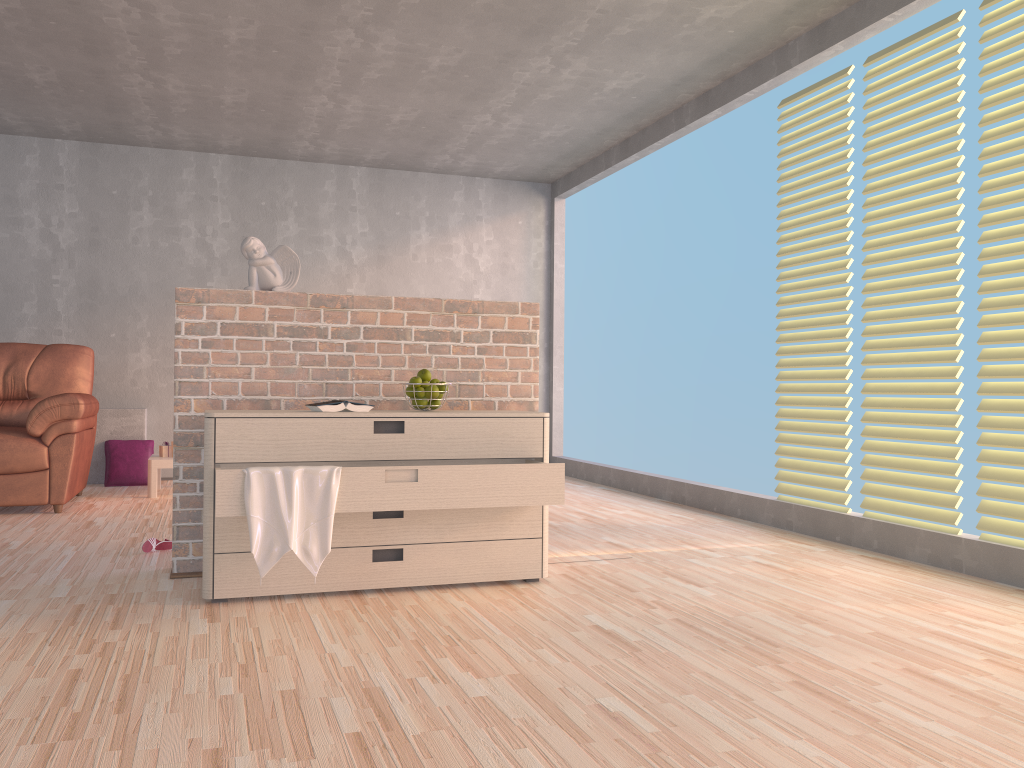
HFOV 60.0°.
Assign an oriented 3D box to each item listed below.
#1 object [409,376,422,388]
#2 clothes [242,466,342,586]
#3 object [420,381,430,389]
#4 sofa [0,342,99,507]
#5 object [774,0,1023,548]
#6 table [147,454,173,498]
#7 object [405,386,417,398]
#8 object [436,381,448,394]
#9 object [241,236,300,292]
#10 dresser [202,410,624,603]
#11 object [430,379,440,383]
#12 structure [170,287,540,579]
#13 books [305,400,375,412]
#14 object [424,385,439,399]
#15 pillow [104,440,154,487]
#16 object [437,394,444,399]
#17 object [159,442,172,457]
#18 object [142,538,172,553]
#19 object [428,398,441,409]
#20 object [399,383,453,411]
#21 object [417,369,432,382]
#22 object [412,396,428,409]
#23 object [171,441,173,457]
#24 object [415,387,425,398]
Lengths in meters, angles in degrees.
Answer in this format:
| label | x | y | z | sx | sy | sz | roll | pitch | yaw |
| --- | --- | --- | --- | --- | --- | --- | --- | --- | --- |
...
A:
| label | x | y | z | sx | sy | sz | roll | pitch | yaw |
| --- | --- | --- | --- | --- | --- | --- | --- | --- | --- |
| object | -0.352 | -0.006 | 3.242 | 0.046 | 0.045 | 0.046 | 1 | 0 | -20 |
| clothes | -0.666 | 0.435 | 2.712 | 0.325 | 0.369 | 0.097 | 1 | 0 | -18 |
| object | -0.323 | 0.007 | 3.267 | 0.039 | 0.038 | 0.039 | 0 | 0 | 10 |
| sofa | -3.521 | 0.191 | 4.935 | 2.202 | 0.923 | 0.981 | 1 | 0 | -19 |
| object | 2.102 | -0.436 | 2.556 | 0.044 | 2.114 | 4.372 | 1 | 0 | -19 |
| table | -2.100 | 0.598 | 5.870 | 0.548 | 0.241 | 0.548 | 1 | 0 | -19 |
| object | -0.369 | 0.028 | 3.262 | 0.046 | 0.044 | 0.046 | 1 | 0 | -23 |
| object | -0.259 | 0.013 | 3.273 | 0.047 | 0.047 | 0.046 | 0 | 0 | 19 |
| object | -0.933 | -0.456 | 3.415 | 0.216 | 0.218 | 0.131 | 1 | 0 | -20 |
| dresser | -0.212 | 0.407 | 3.174 | 1.686 | 0.612 | 0.605 | 1 | 0 | -19 |
| object | -0.287 | 0.001 | 3.304 | 0.043 | 0.043 | 0.039 | 1 | -1 | -34 |
| structure | -0.592 | 0.184 | 3.534 | 1.422 | 1.057 | 0.211 | 1 | 0 | -19 |
| books | -0.608 | 0.077 | 3.128 | 0.209 | 0.040 | 0.146 | 1 | 0 | -29 |
| object | -0.294 | 0.030 | 3.248 | 0.057 | 0.057 | 0.057 | 0 | 0 | 14 |
| pillow | -2.706 | 0.561 | 6.277 | 0.327 | 0.326 | 0.241 | 1 | 0 | -25 |
| object | -0.283 | 0.035 | 3.328 | 0.053 | 0.054 | 0.053 | 0 | 0 | 16 |
| object | -2.237 | 0.426 | 5.824 | 0.080 | 0.105 | 0.152 | 0 | -1 | 40 |
| object | -1.478 | 0.676 | 3.738 | 0.078 | 0.066 | 0.192 | 0 | 0 | 17 |
| object | -0.287 | 0.071 | 3.286 | 0.046 | 0.048 | 0.048 | 1 | 0 | -30 |
| object | -0.319 | 0.049 | 3.292 | 0.202 | 0.104 | 0.202 | 1 | 0 | -26 |
| object | -0.326 | -0.029 | 3.297 | 0.054 | 0.056 | 0.054 | 1 | 0 | -19 |
| object | -0.341 | 0.066 | 3.272 | 0.060 | 0.055 | 0.059 | 0 | 0 | 26 |
| object | -2.149 | 0.403 | 5.778 | 0.099 | 0.147 | 0.102 | 0 | 0 | 10 |
| object | -0.334 | 0.031 | 3.236 | 0.038 | 0.040 | 0.039 | 1 | 0 | -11 |
